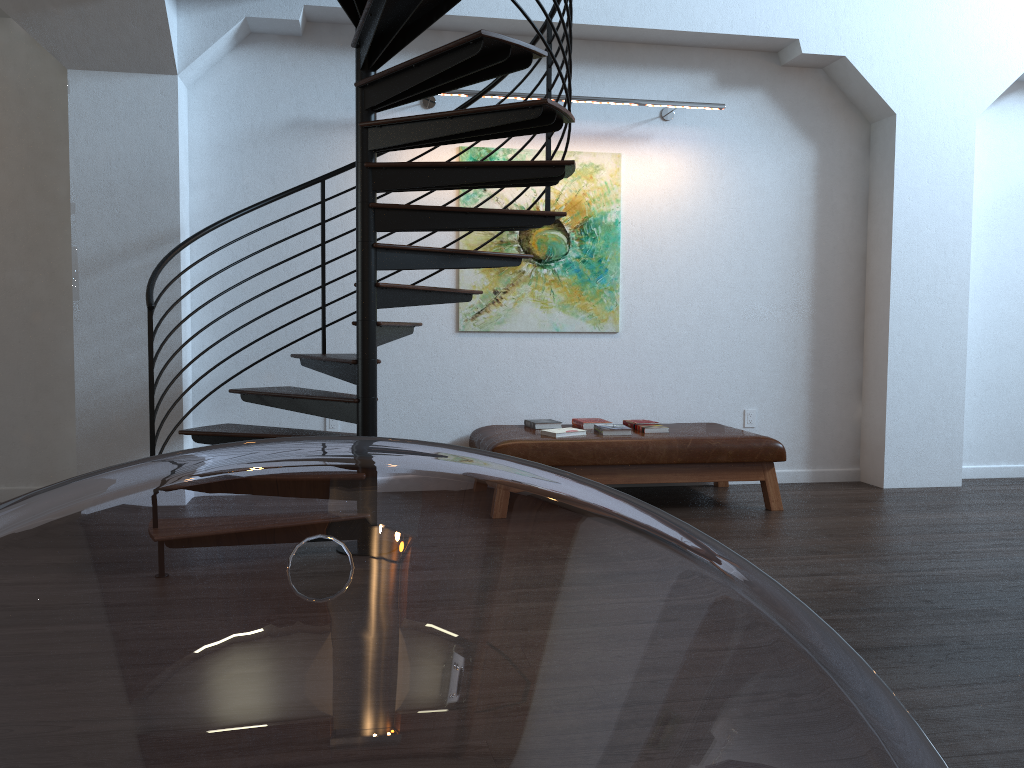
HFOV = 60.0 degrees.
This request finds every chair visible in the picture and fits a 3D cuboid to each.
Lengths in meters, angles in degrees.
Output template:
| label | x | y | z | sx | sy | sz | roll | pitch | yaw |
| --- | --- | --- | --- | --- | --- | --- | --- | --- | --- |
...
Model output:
| label | x | y | z | sx | sy | sz | roll | pitch | yaw |
| --- | --- | --- | --- | --- | --- | --- | --- | --- | --- |
| chair | -0.071 | 0.554 | 0.373 | 0.530 | 1.014 | 0.481 | 0 | 4 | -12 |

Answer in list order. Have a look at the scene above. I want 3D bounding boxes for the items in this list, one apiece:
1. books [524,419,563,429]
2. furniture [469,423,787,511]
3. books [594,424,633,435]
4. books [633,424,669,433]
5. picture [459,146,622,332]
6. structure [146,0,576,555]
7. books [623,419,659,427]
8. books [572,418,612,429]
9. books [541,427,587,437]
| label | x | y | z | sx | sy | sz | roll | pitch | yaw |
| --- | --- | --- | --- | --- | --- | --- | --- | --- | --- |
| books | 0.201 | 0.258 | 5.717 | 0.183 | 0.044 | 0.254 | -1 | 4 | -15 |
| furniture | 0.683 | 0.512 | 5.608 | 1.819 | 0.453 | 0.907 | 0 | 4 | -10 |
| books | 0.617 | 0.280 | 5.429 | 0.185 | 0.040 | 0.247 | 0 | 4 | -7 |
| books | 0.867 | 0.277 | 5.532 | 0.161 | 0.032 | 0.224 | 0 | 4 | -10 |
| picture | 0.193 | -0.948 | 5.895 | 1.095 | 1.200 | 0.010 | 0 | 4 | -10 |
| structure | -0.695 | -1.364 | 4.222 | 1.998 | 4.352 | 1.998 | 4 | 5 | 41 |
| books | 0.844 | 0.260 | 5.814 | 0.161 | 0.036 | 0.224 | -1 | 4 | -16 |
| books | 0.518 | 0.256 | 5.754 | 0.197 | 0.043 | 0.283 | 0 | 4 | -11 |
| books | 0.310 | 0.290 | 5.325 | 0.223 | 0.031 | 0.161 | -2 | 4 | -32 |
